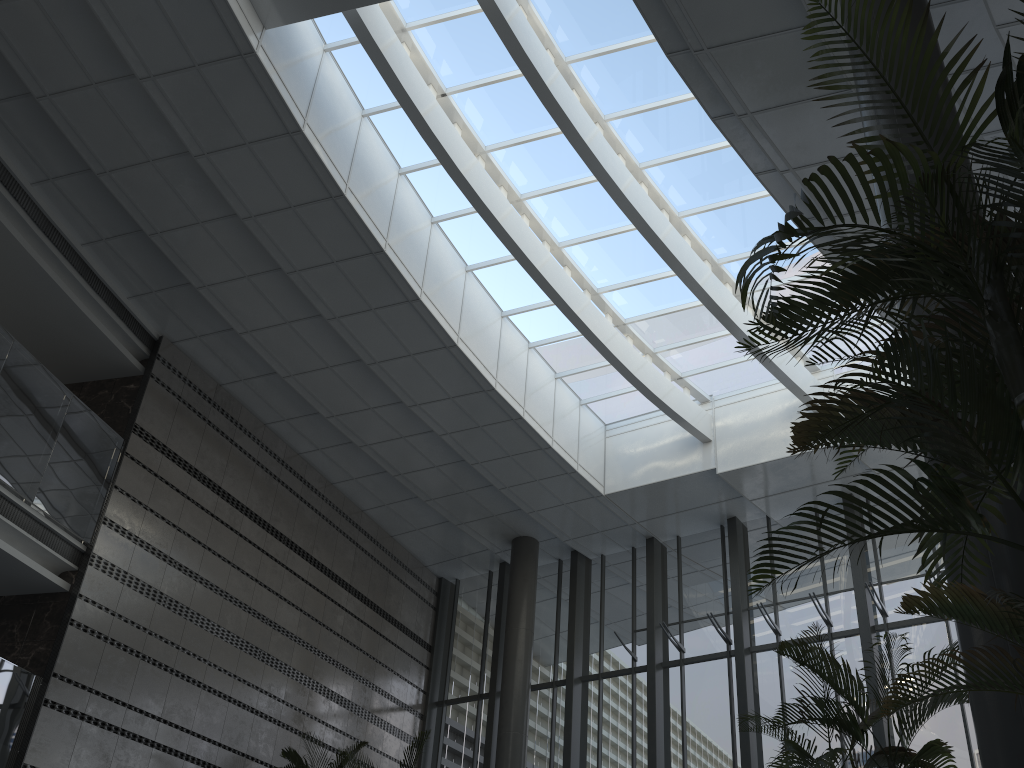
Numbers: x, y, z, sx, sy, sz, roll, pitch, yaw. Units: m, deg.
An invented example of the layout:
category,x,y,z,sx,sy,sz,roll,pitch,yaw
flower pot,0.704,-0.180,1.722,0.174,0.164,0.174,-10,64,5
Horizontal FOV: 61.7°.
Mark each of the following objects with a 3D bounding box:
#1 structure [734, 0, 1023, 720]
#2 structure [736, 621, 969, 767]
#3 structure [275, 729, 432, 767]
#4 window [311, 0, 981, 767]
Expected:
category,x,y,z,sx,sy,sz,roll,pitch,yaw
structure,1.394,0.585,1.938,1.638,3.277,2.327,-4,-33,13
structure,1.946,2.754,4.497,1.403,3.040,1.389,-4,-32,14
structure,-1.984,6.268,10.085,2.575,4.094,2.716,-18,-38,31
window,-0.979,0.443,6.394,14.072,8.885,20.390,-25,-45,34
